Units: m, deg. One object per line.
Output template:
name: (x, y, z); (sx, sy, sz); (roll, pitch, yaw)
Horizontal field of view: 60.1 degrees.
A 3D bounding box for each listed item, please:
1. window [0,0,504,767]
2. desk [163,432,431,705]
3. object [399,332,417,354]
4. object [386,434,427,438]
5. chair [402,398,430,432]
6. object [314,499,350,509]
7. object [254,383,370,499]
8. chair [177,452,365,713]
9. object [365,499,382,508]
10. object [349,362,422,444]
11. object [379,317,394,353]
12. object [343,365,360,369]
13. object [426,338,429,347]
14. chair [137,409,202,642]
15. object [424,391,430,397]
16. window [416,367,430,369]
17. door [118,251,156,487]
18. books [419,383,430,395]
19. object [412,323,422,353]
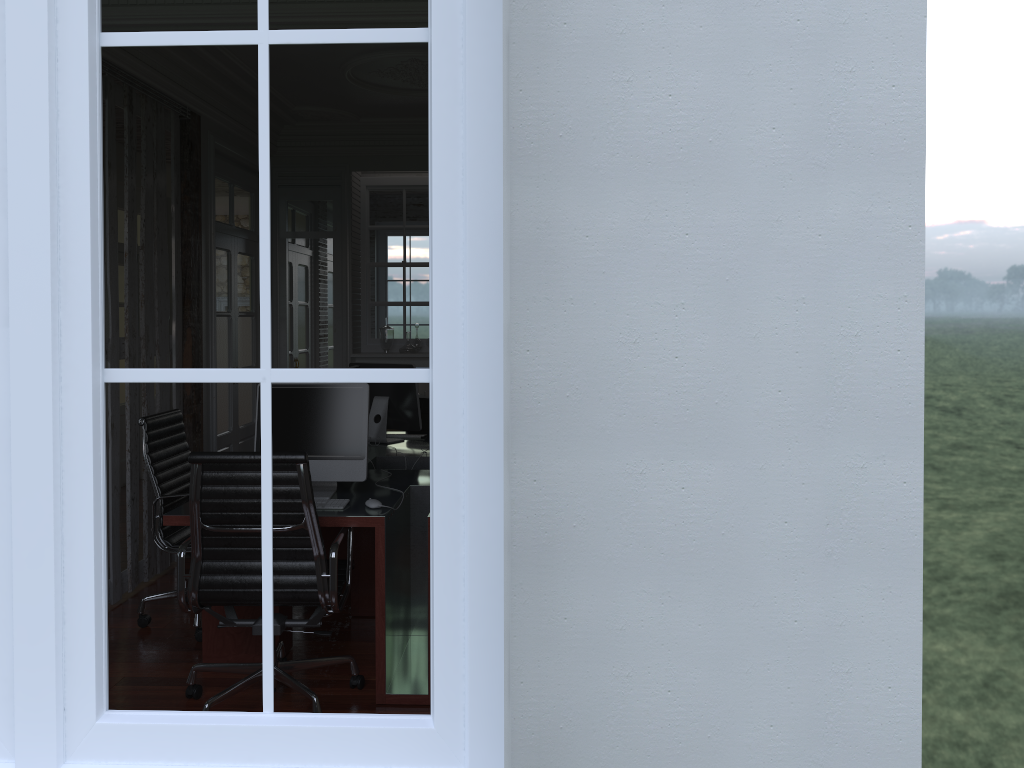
window: (-0.769, -0.287, 1.475); (1.527, 1.982, 0.127); (0, 1, 2)
desk: (-0.656, 0.777, 4.667); (1.300, 0.726, 2.513); (0, 4, 2)
object: (-0.839, -0.321, 7.150); (0.148, 0.200, 0.148); (-1, 2, -15)
object: (-0.769, 0.328, 5.675); (0.439, 0.017, 0.119); (0, 4, 2)
chair: (-0.722, 0.579, 6.110); (0.475, 0.918, 0.602); (1, 2, 32)
object: (-0.888, 0.486, 3.595); (0.439, 0.017, 0.119); (0, 4, 2)
object: (-0.854, 0.237, 3.811); (0.483, 0.484, 0.190); (0, 2, 2)
chair: (-0.949, 0.729, 3.424); (0.665, 1.022, 0.700); (0, 2, 6)
object: (-0.561, 0.480, 3.575); (0.059, 0.028, 0.106); (-2, 5, -29)
object: (-0.797, 0.112, 5.451); (0.484, 0.484, 0.190); (1, 2, 27)
object: (-1.026, -0.386, 7.237); (0.129, 0.315, 0.129); (1, 2, 27)
object: (-0.918, 0.149, 4.953); (0.189, 0.484, 0.485); (0, 3, 2)
object: (-0.664, -0.327, 7.308); (0.094, 0.188, 0.094); (-1, 2, -23)
chair: (-1.477, 0.656, 4.404); (0.699, 1.022, 0.666); (0, 2, -3)
object: (-0.671, 0.081, 7.108); (0.066, 0.041, 0.066); (-3, 5, -40)
window: (-0.901, -1.028, 10.942); (1.539, 1.936, 0.127); (0, 1, 2)
door: (-3.460, -0.155, 8.156); (0.041, 2.083, 1.078); (0, 2, 2)
books: (-0.677, -0.010, 7.364); (0.150, 0.193, 0.143); (-2, 3, -32)
object: (-0.780, -0.366, 7.267); (0.088, 0.271, 0.088); (0, 1, -3)
